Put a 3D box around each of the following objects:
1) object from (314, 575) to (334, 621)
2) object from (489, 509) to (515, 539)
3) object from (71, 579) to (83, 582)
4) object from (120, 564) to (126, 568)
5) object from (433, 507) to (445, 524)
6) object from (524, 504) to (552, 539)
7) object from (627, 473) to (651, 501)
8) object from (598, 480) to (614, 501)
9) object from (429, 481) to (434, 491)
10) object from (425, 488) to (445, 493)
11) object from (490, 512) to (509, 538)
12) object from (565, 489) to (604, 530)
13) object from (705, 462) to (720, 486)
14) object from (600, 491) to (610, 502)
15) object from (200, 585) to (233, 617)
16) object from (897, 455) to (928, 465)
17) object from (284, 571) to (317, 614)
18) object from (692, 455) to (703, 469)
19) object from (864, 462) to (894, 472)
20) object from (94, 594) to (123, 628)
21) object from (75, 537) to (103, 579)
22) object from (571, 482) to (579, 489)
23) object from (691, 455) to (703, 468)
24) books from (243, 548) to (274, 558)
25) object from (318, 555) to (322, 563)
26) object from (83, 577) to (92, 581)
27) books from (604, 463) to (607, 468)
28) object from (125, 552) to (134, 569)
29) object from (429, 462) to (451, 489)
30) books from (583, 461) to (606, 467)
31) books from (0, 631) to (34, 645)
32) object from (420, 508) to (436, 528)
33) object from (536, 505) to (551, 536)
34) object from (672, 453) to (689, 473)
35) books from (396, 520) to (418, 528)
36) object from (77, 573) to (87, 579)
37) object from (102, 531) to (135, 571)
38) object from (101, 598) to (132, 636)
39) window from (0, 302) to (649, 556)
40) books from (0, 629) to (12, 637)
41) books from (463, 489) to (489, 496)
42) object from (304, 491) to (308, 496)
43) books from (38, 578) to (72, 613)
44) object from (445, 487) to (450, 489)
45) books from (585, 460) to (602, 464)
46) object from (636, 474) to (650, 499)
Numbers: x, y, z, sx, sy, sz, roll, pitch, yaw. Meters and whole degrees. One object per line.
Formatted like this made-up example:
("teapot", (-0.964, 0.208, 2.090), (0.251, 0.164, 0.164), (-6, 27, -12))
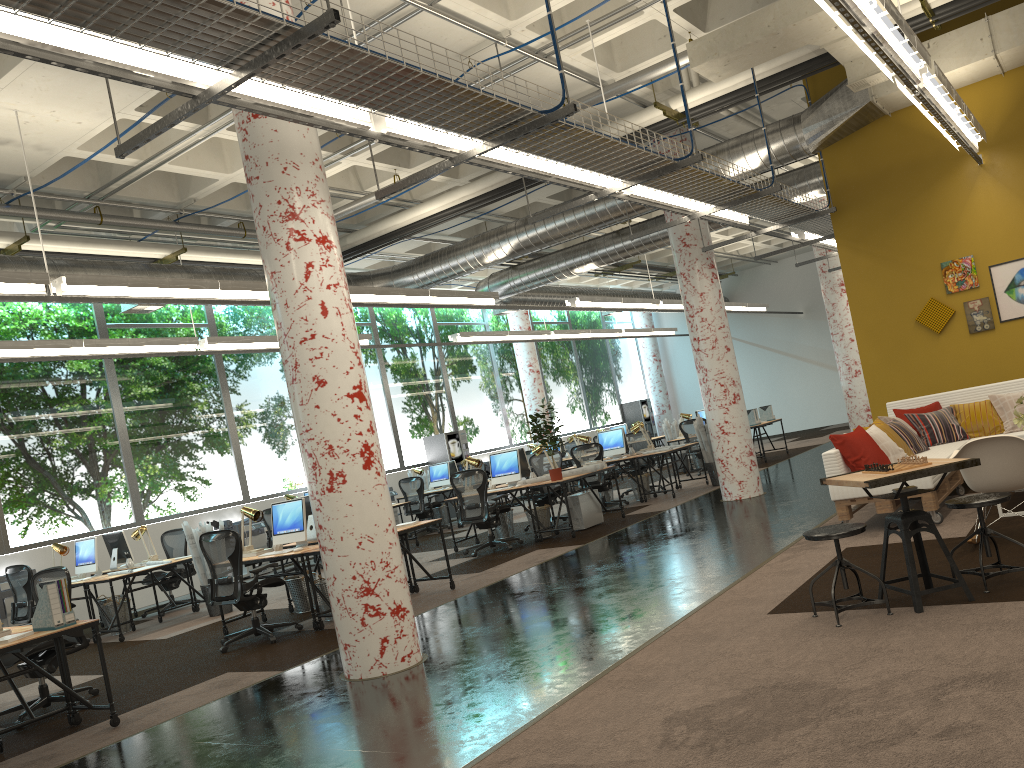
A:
("object", (-1.743, 2.055, 8.580), (0.360, 0.434, 0.352), (-13, -2, 31))
("object", (-0.121, 1.968, 12.597), (0.360, 0.434, 0.352), (-13, -2, 31))
("object", (-5.323, 2.394, 10.754), (0.441, 0.017, 0.118), (-14, -4, 35))
("object", (-5.204, 2.436, 11.867), (0.060, 0.029, 0.106), (-14, -4, 35))
("object", (-1.430, 2.574, 17.257), (0.236, 0.403, 0.119), (-12, -1, 35))
("object", (0.364, 1.812, 11.706), (0.360, 0.434, 0.352), (-13, -2, 31))
("object", (2.078, 1.658, 14.313), (0.360, 0.434, 0.352), (-13, -2, 31))
("object", (1.593, 1.815, 15.205), (0.360, 0.434, 0.352), (-13, -2, 31))
("object", (-1.544, 1.931, 16.831), (0.101, 0.209, 0.102), (-11, -1, -10))
("object", (-1.434, 1.979, 16.420), (0.441, 0.017, 0.118), (-14, -4, 35))
("object", (-0.166, 1.987, 12.535), (0.236, 0.403, 0.119), (-12, -1, 35))
("object", (0.985, 1.697, 11.974), (0.222, 0.454, 0.539), (-12, -2, 35))
("object", (3.323, 1.432, 14.236), (0.352, 0.398, 0.354), (-11, -2, -10))
("object", (1.548, 1.834, 15.143), (0.236, 0.403, 0.119), (-12, -1, 35))
("object", (-3.543, 2.587, 10.684), (0.352, 0.398, 0.354), (-11, -2, -10))
("object", (2.265, 0.425, 5.016), (0.056, 0.053, 0.251), (-11, -4, -5))
("object", (-2.228, 2.212, 9.472), (0.360, 0.434, 0.352), (-13, -2, 31))
("object", (3.867, 1.575, 18.350), (0.236, 0.403, 0.119), (-12, -1, 35))
("object", (2.068, 0.464, 4.999), (0.056, 0.053, 0.250), (-11, -4, -5))
("object", (-5.273, 2.970, 11.653), (0.360, 0.434, 0.352), (-13, -2, 31))
("object", (-5.223, 2.147, 10.925), (0.486, 0.485, 0.189), (-13, -2, 35))
("object", (1.395, 2.167, 19.757), (0.236, 0.403, 0.119), (-12, -1, 35))
("object", (3.913, 1.556, 18.412), (0.360, 0.434, 0.352), (-13, -2, 31))
("books", (-2.613, 1.721, 9.010), (0.310, 0.038, 0.225), (-14, -4, 35))
("object", (-3.143, 2.743, 14.757), (0.360, 0.434, 0.352), (-13, -2, 31))
("object", (-5.065, 2.323, 10.561), (0.060, 0.029, 0.106), (-14, -4, 35))
("books", (1.125, 1.134, 11.993), (0.273, 0.050, 0.199), (-14, -4, 32))
("object", (-4.871, 2.239, 11.264), (0.101, 0.209, 0.102), (-11, -1, -10))
("object", (-1.499, 2.146, 16.757), (1.083, 1.208, 0.190), (-13, -1, 35))
("books", (1.116, 1.089, 12.021), (0.192, 0.044, 0.259), (-9, -5, -38))
("books", (-3.233, 1.636, 5.674), (0.200, 0.024, 0.235), (-12, -4, 8))
("object", (-1.691, 2.679, 17.792), (0.351, 0.398, 0.355), (-10, -2, -36))
("object", (0.415, 1.819, 11.767), (0.236, 0.403, 0.119), (-12, -1, 35))
("object", (3.605, 1.679, 18.885), (0.352, 0.398, 0.354), (-11, -2, -10))
("books", (-1.062, 1.405, 8.842), (0.200, 0.024, 0.235), (-12, -4, 8))
("object", (-5.433, 2.346, 11.166), (0.101, 0.209, 0.102), (-11, -1, -10))
("object", (-5.136, 2.168, 11.508), (0.486, 0.485, 0.189), (-13, -2, 35))
("object", (-4.789, 2.814, 10.762), (0.360, 0.434, 0.352), (-13, -2, 31))
("window", (-3.230, 0.034, 17.720), (0.050, 3.758, 26.102), (-12, -3, 34))
("books", (-3.614, 1.730, 6.067), (0.310, 0.038, 0.225), (-14, -4, 35))
("books", (-0.506, 1.477, 12.135), (0.310, 0.038, 0.225), (-14, -4, 35))
("object", (-3.093, 1.920, 14.028), (0.486, 0.485, 0.189), (-13, -2, 35))
("books", (-3.049, 1.467, 5.925), (0.235, 0.310, 0.067), (-13, -1, 35))
("object", (-1.176, 1.907, 16.226), (0.060, 0.029, 0.106), (-14, -4, 35))
("books", (1.100, 1.060, 12.010), (0.186, 0.030, 0.152), (-14, -4, 33))
("object", (2.129, 1.666, 14.375), (0.236, 0.403, 0.119), (-12, -1, 35))
